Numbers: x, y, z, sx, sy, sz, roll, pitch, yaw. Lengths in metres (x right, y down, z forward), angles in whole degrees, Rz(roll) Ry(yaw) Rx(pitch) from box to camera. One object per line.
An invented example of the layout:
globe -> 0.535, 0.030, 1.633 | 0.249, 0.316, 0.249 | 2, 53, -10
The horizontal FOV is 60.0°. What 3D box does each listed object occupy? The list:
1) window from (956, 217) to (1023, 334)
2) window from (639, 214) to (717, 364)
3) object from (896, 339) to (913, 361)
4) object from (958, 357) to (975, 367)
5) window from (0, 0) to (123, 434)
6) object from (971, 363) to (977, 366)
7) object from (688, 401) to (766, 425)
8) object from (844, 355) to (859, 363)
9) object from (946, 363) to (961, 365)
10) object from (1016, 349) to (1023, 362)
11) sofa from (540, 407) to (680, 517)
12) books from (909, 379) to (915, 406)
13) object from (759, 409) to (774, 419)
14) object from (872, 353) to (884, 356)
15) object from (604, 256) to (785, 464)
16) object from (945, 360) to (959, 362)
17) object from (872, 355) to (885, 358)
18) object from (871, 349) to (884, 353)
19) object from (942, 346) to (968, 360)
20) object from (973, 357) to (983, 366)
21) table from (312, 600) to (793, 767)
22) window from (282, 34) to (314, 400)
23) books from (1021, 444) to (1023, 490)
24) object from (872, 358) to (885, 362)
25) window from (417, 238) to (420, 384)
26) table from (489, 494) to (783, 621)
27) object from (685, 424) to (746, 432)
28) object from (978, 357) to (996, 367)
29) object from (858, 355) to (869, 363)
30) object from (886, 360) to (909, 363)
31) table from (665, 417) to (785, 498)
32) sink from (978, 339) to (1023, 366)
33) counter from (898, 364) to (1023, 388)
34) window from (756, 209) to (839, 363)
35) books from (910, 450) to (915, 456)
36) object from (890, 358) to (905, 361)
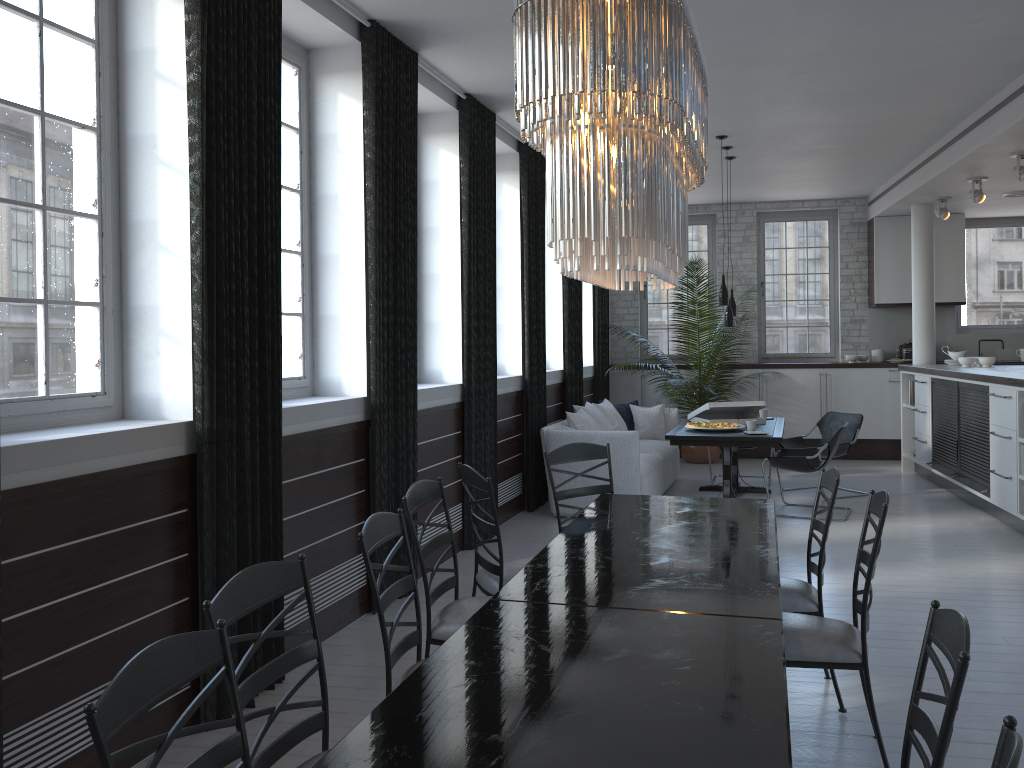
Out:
window -> 6.241, -1.369, 11.148 | 1.298, 1.458, 0.133 | -1, 0, 11
window -> 2.233, -1.273, 11.941 | 1.033, 1.990, 0.133 | -1, 0, 11
object -> 5.017, -0.420, 11.056 | 0.414, 0.291, 0.279 | 0, 2, 11
object -> 4.609, -0.221, 8.979 | 0.156, 0.092, 0.157 | 0, 2, 11
window -> -1.753, -0.823, 3.120 | 0.133, 1.990, 1.034 | -1, 1, 17
object -> 4.833, -0.209, 9.299 | 0.235, 0.041, 0.236 | 0, 3, 7
object -> 2.088, 0.265, 8.630 | 0.591, 0.216, 0.588 | -1, 2, -10
object -> 4.259, -0.312, 11.096 | 0.156, 0.092, 0.157 | 0, 2, 10
object -> 4.834, -0.218, 9.613 | 0.261, 0.028, 0.262 | -1, 3, 0
object -> 6.153, -0.346, 10.647 | 0.138, 0.152, 0.109 | -1, 1, 6
sofa -> 1.022, 0.706, 8.617 | 0.920, 0.770, 2.659 | 0, 3, 18
books -> 4.468, 0.073, 9.582 | 0.253, 0.323, 0.510 | -1, 2, 11
object -> 2.541, 0.302, 8.950 | 0.204, 0.098, 0.176 | 0, 2, 16
object -> 4.639, -0.370, 11.231 | 0.153, 0.062, 0.153 | 1, 3, 41
object -> 2.095, -0.307, 10.906 | 2.401, 2.621, 1.923 | -2, 1, -31
object -> 4.834, -0.241, 9.613 | 0.262, 0.028, 0.262 | 1, 3, 40
object -> 4.640, -0.340, 11.232 | 0.154, 0.073, 0.153 | 0, 2, 14
object -> 4.638, -0.402, 11.234 | 0.153, 0.075, 0.154 | -2, 2, -21
object -> 4.813, -0.328, 9.628 | 0.269, 0.173, 0.130 | 1, 2, 41
object -> 4.789, -0.227, 9.047 | 0.156, 0.092, 0.157 | -1, 2, -3
table -> 0.083, 1.076, 1.716 | 0.891, 0.696, 1.998 | 0, 2, 16
window -> -1.302, -0.897, 4.590 | 0.133, 1.990, 1.034 | -1, 1, 17
books -> 3.883, 0.560, 6.128 | 0.492, 0.797, 0.541 | -1, 1, 11
object -> 4.644, -0.304, 11.234 | 0.153, 0.055, 0.153 | -2, 3, -36
window -> -0.847, -0.972, 6.066 | 0.133, 1.990, 1.034 | -1, 1, 17
table -> 0.631, 0.979, 3.641 | 0.891, 0.696, 1.998 | 0, 2, 16
object -> 1.812, 0.393, 7.907 | 0.532, 0.042, 0.533 | 0, 3, 8
object -> 4.754, -0.218, 8.874 | 0.156, 0.092, 0.157 | 0, 2, 26
object -> 4.413, -0.317, 11.160 | 0.157, 0.092, 0.157 | -1, 2, -8
object -> 4.739, -0.276, 10.885 | 0.261, 0.028, 0.262 | -1, 3, -1
table -> 2.056, 0.739, 8.323 | 0.959, 0.702, 1.920 | 0, 2, 18
sink -> 5.284, -0.219, 9.432 | 0.648, 0.519, 0.547 | 0, 2, 11
counter -> 4.640, -0.089, 7.765 | 1.446, 0.061, 4.205 | 0, 3, 11
window -> 5.069, -1.819, 15.971 | 8.135, 6.067, 9.155 | 0, 2, 11
books -> 4.514, 0.624, 9.596 | 0.293, 0.324, 0.473 | -1, 2, 9
object -> 4.733, -0.292, 10.889 | 0.137, 0.043, 0.138 | -2, 3, -27
